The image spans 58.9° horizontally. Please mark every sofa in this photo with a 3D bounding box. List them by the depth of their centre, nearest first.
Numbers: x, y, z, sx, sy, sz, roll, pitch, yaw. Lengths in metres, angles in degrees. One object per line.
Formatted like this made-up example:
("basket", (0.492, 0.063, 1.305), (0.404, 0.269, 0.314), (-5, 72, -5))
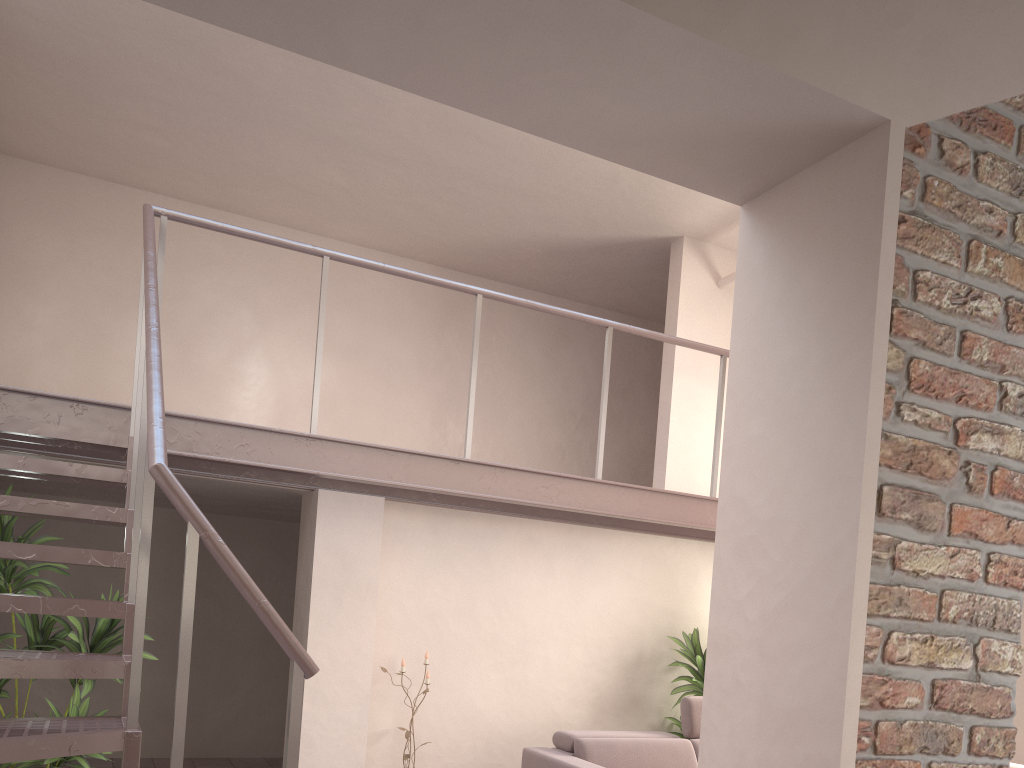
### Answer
("sofa", (1.621, 2.309, 5.040), (3.219, 0.929, 2.173), (11, -13, -25))

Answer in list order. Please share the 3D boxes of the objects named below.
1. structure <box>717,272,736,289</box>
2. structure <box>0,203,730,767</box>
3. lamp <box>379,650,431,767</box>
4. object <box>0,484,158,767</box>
("structure", (2.445, -1.264, 5.023), (0.111, 0.319, 4.163), (5, -13, -24))
("structure", (1.037, 0.992, 4.499), (7.341, 3.175, 3.790), (10, -10, -26))
("lamp", (-0.673, 2.203, 5.629), (0.336, 1.116, 0.237), (4, 0, 7))
("object", (-2.403, 1.434, 4.565), (1.089, 1.849, 0.970), (5, -3, -7))
